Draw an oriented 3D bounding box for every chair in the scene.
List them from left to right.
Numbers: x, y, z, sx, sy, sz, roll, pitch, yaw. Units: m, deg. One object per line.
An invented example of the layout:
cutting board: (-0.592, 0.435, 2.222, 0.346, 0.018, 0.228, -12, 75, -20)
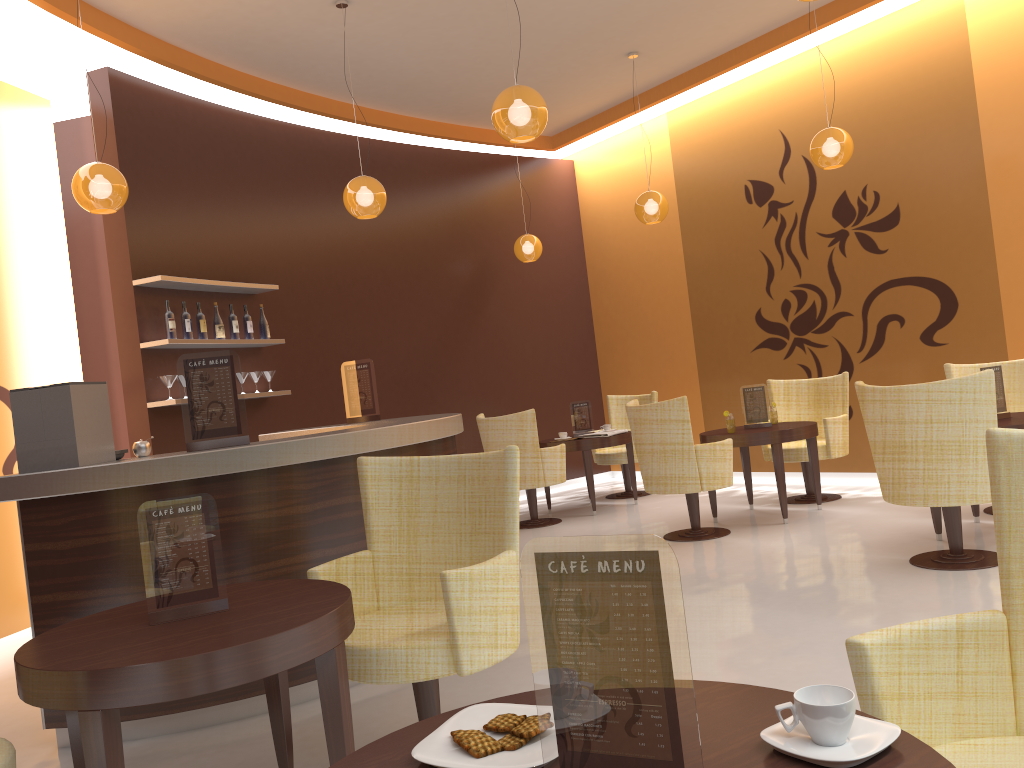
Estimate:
chair: (-1.538, 0.894, 2.039, 0.685, 1.017, 0.729, -7, 0, -29)
chair: (-0.290, 0.750, 3.029, 0.729, 1.017, 0.685, -7, 0, 32)
chair: (0.107, 0.729, 7.758, 0.685, 1.017, 0.729, -7, 0, -39)
chair: (1.162, 0.609, 8.951, 0.685, 1.017, 0.729, -7, 0, -37)
chair: (1.226, 0.587, 6.368, 0.685, 1.017, 0.729, -7, 0, -19)
chair: (2.455, 0.445, 7.381, 0.729, 1.017, 0.685, -7, 0, 42)
chair: (2.305, 0.448, 4.742, 0.685, 1.017, 0.729, -7, 0, -39)
chair: (3.363, 0.328, 5.936, 0.729, 1.017, 0.685, -7, 0, 22)
chair: (0.900, 0.598, 1.357, 0.685, 1.017, 0.729, -7, 0, -4)

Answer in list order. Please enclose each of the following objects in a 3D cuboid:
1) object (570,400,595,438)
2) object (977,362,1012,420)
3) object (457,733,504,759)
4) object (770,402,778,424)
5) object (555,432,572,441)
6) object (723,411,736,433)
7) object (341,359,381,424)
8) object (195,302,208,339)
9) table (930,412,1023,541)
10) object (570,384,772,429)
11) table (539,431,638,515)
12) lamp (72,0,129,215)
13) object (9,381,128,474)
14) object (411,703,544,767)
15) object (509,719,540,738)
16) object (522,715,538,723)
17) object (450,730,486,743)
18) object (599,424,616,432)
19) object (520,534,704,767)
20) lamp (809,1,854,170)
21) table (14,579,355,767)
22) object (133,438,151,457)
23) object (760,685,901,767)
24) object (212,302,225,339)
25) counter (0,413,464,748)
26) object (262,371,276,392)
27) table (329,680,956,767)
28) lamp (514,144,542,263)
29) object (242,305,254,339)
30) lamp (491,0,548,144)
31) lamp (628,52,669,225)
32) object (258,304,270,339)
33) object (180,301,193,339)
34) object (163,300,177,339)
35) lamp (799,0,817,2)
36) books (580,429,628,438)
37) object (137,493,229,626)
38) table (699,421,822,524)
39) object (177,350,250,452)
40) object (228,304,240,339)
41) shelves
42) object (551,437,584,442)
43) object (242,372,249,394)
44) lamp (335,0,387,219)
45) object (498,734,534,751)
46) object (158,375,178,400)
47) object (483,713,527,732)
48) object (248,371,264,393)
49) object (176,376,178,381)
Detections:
object: (0.660, 0.326, 8.341, 0.209, 0.335, 0.042, -7, 0, -13)
object: (2.861, 0.044, 5.267, 0.209, 0.335, 0.042, -7, 0, -18)
object: (-0.045, 0.520, 1.275, 0.051, 0.018, 0.054, -7, 0, -38)
object: (2.071, 0.232, 7.034, 0.067, 0.171, 0.072, -7, 0, 11)
object: (0.465, 0.476, 8.082, 0.153, 0.069, 0.153, -7, 0, -10)
object: (1.632, 0.282, 6.629, 0.067, 0.171, 0.072, -7, 0, 36)
object: (-1.009, 0.048, 5.891, 0.258, 0.414, 0.052, -7, 0, 23)
object: (-2.335, -0.464, 6.651, 0.073, 0.297, 0.073, -7, 0, -39)
table: (2.915, 0.549, 5.272, 0.872, 0.679, 0.874, -7, 0, 0)
object: (1.295, 0.245, 7.577, 0.187, 0.335, 2.090, -7, 0, -40)
table: (0.718, 0.829, 8.288, 0.872, 0.679, 0.874, -7, 0, 0)
lamp: (-2.451, -1.740, 5.128, 0.299, 1.500, 0.299, -7, 0, -18)
object: (-1.848, 0.174, 3.737, 0.270, 0.340, 0.373, -7, 0, 9)
object: (-0.013, 0.527, 1.318, 0.234, 0.020, 0.234, -7, 0, 25)
object: (0.029, 0.506, 1.304, 0.052, 0.016, 0.055, -7, 0, -37)
object: (0.030, 0.514, 1.339, 0.054, 0.018, 0.051, -7, 0, 11)
object: (-0.063, 0.524, 1.318, 0.052, 0.018, 0.055, -7, 0, -12)
object: (0.913, 0.425, 8.503, 0.153, 0.069, 0.153, -7, 0, 37)
object: (0.117, 0.350, 1.073, 0.209, 0.335, 0.042, -7, 0, 29)
lamp: (2.209, -2.292, 6.341, 0.299, 1.500, 0.299, -7, 0, -11)
table: (-0.845, 0.984, 2.458, 0.872, 0.679, 0.874, -7, 0, 10)
object: (-1.615, 0.280, 3.871, 0.075, 0.077, 0.075, -7, 0, 22)
object: (0.421, 0.448, 1.182, 0.153, 0.069, 0.153, -7, 0, -36)
object: (-2.266, -0.476, 6.825, 0.086, 0.303, 0.086, -7, 0, 37)
counter: (-1.008, 0.804, 4.779, 1.586, 1.100, 2.917, -7, 0, 9)
object: (-1.988, -0.016, 7.266, 0.137, 0.174, 0.137, -7, 0, 29)
table: (0.152, 0.857, 1.105, 0.872, 0.679, 0.874, -7, 0, 10)
lamp: (0.094, -2.022, 9.243, 0.299, 1.500, 0.299, -7, 0, -36)
object: (-2.120, -0.487, 7.107, 0.073, 0.297, 0.073, -7, 0, 1)
lamp: (-0.033, -2.033, 4.684, 0.299, 1.500, 0.299, -7, 0, 32)
lamp: (1.152, -2.157, 7.792, 0.299, 1.500, 0.299, -7, 0, 7)
object: (-2.038, -0.501, 7.263, 0.086, 0.303, 0.086, -7, 0, -22)
object: (-2.391, -0.458, 6.506, 0.073, 0.297, 0.073, -7, 0, 1)
object: (-2.451, -0.452, 6.346, 0.073, 0.297, 0.073, -7, 0, 1)
lamp: (1.024, -2.168, 3.233, 0.299, 1.500, 0.299, -7, 0, -25)
books: (0.837, 0.454, 8.086, 0.345, 0.035, 0.367, -7, 0, 44)
object: (-0.917, 0.482, 2.472, 0.209, 0.335, 0.042, -7, 0, -22)
table: (1.923, 0.676, 6.809, 0.872, 0.679, 0.874, -7, 0, -5)
object: (-1.275, 0.068, 3.783, 0.258, 0.414, 0.052, -7, 0, -22)
object: (-2.190, -0.479, 6.965, 0.073, 0.297, 0.073, -7, 0, 1)
shelves: (-2.580, -0.290, 5.078, 0.586, 0.902, 4.744, -7, 0, 11)
object: (0.455, 0.507, 8.068, 0.239, 0.021, 0.464, -7, 0, -23)
object: (-2.128, -0.001, 6.987, 0.137, 0.174, 0.137, -7, 0, 29)
lamp: (-1.090, -1.898, 6.134, 0.299, 1.500, 0.299, -7, 0, -18)
object: (0.000, 0.521, 1.293, 0.054, 0.018, 0.051, -7, 0, 41)
object: (-2.429, 0.030, 6.286, 0.137, 0.174, 0.137, -7, 0, 19)
object: (-0.011, 0.519, 1.358, 0.055, 0.014, 0.053, -7, 0, 37)
object: (-2.057, -0.008, 7.127, 0.137, 0.174, 0.137, -7, 0, -11)
object: (-2.373, 0.024, 6.430, 0.137, 0.174, 0.137, -7, 0, 19)
